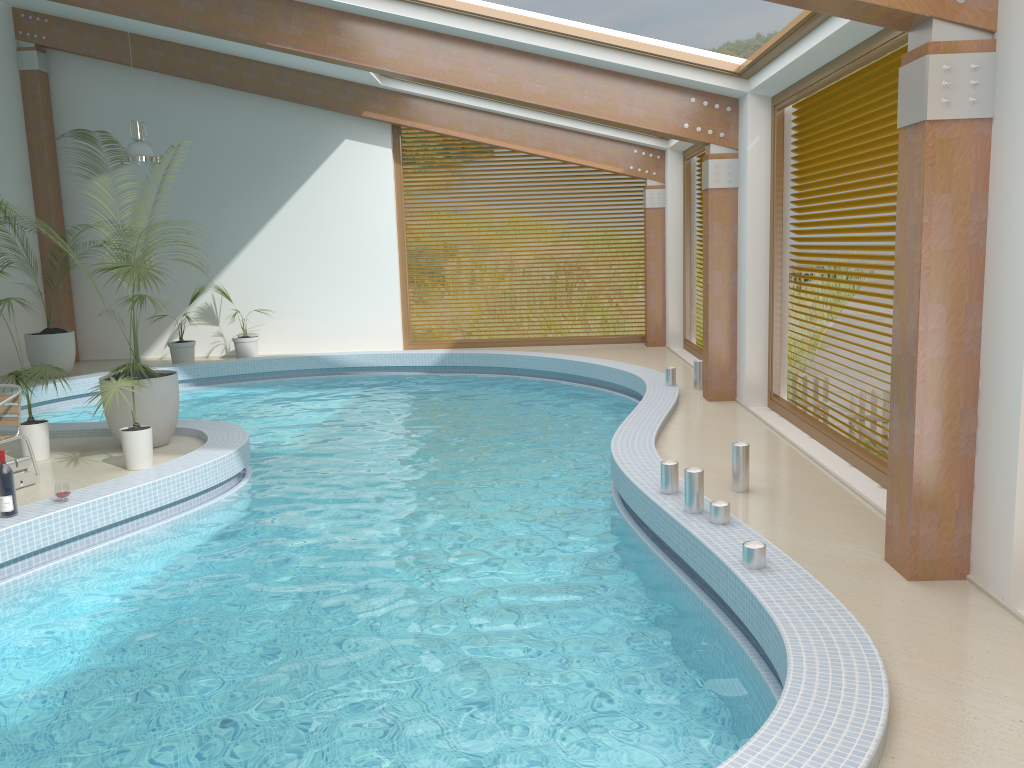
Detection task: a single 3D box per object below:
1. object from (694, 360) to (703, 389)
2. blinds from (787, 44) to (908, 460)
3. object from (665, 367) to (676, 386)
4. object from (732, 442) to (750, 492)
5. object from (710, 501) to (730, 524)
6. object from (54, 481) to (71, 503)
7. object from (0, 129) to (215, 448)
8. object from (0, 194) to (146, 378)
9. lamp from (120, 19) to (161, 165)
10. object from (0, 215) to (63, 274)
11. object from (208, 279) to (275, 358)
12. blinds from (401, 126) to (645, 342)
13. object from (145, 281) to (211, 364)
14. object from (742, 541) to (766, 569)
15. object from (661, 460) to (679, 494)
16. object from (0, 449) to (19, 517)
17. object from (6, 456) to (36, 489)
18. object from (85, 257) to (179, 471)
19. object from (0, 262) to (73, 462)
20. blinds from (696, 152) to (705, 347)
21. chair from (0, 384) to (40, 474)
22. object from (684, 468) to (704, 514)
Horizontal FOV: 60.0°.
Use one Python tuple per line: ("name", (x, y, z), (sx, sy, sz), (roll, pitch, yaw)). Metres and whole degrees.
("object", (2.132, -0.105, 10.127), (0.115, 0.320, 0.115), (-9, 12, -39))
("blinds", (2.748, -0.929, 6.750), (0.095, 2.921, 4.200), (-2, 9, 2))
("object", (1.783, -0.091, 9.970), (0.115, 0.204, 0.115), (6, 12, 41))
("object", (1.547, 0.563, 6.003), (0.115, 0.320, 0.115), (-9, 12, -39))
("object", (1.200, 0.741, 5.118), (0.115, 0.107, 0.115), (-9, 12, -39))
("object", (-3.029, 0.728, 5.981), (0.102, 0.137, 0.102), (0, 9, 10))
("object", (-3.360, -0.879, 7.663), (2.979, 2.960, 2.729), (1, 9, 19))
("object", (-6.633, -1.602, 12.926), (2.729, 2.960, 2.979), (-5, 9, -18))
("lamp", (-4.929, -3.883, 11.555), (0.506, 1.958, 0.505), (-2, 9, 2))
("object", (-6.880, -1.224, 10.580), (2.729, 2.960, 2.979), (-8, 11, -33))
("object", (-4.319, -1.025, 14.117), (1.067, 1.310, 0.822), (0, 9, 13))
("blinds", (0.292, -2.680, 14.776), (4.500, 4.025, 0.099), (-2, 9, 2))
("object", (-5.082, -0.937, 13.712), (0.822, 1.310, 1.067), (6, 12, 40))
("object", (1.206, 0.851, 4.418), (0.115, 0.107, 0.115), (-9, 12, -39))
("object", (1.022, 0.603, 5.747), (0.115, 0.194, 0.115), (6, 12, 41))
("object", (-3.242, 0.631, 5.675), (0.109, 0.435, 0.109), (5, 11, 36))
("object", (-3.734, 0.679, 6.674), (0.081, 0.223, 0.272), (2, 10, 21))
("object", (-2.985, -0.152, 7.069), (0.791, 1.695, 1.059), (-4, 9, -11))
("object", (-4.211, -0.179, 7.490), (1.059, 1.695, 0.791), (5, 11, 37))
("blinds", (2.861, -1.715, 11.719), (0.095, 2.921, 4.200), (-2, 9, 2))
("chair", (-4.130, 0.403, 6.850), (0.618, 0.727, 0.563), (0, 9, 14))
("object", (1.093, 0.638, 5.320), (0.115, 0.254, 0.115), (6, 12, 41))
